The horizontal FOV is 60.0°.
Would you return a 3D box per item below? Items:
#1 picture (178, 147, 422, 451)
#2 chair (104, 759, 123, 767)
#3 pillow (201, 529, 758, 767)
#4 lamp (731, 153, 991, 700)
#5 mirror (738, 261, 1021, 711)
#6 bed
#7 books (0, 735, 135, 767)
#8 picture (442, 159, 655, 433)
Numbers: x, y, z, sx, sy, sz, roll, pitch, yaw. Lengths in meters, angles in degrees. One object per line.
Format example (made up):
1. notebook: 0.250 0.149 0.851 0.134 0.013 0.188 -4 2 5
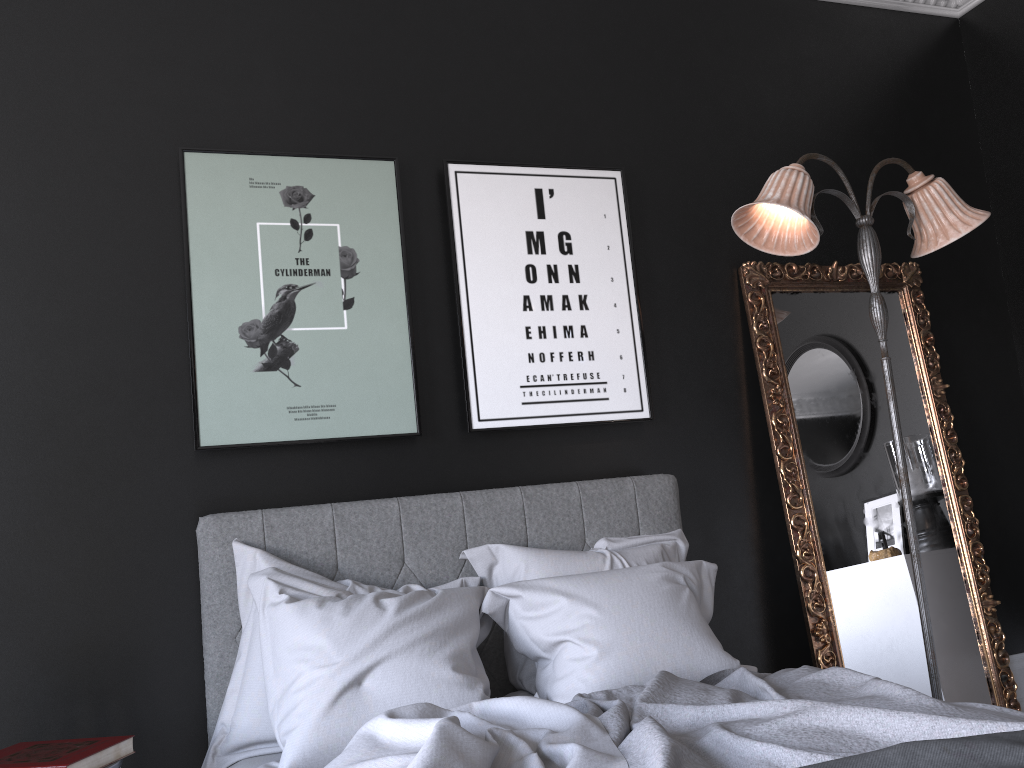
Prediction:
1. picture: -0.756 -0.321 3.203 0.791 1.076 0.014 -3 -8 -20
2. chair: -1.180 1.323 2.226 0.614 0.671 0.614 -9 -8 24
3. pillow: -0.056 0.786 2.799 1.829 0.758 0.682 -3 -8 -20
4. lamp: 1.421 0.319 3.224 0.987 2.405 0.774 -7 -7 12
5. mirror: 1.604 0.506 3.834 0.991 2.186 0.255 -3 -8 -20
6. bed: 0.279 0.785 1.722 2.765 1.295 3.292 -1 -9 -31
7. books: -1.205 0.969 2.273 0.346 0.045 0.276 -7 -8 9
8. picture: 0.153 -0.363 3.538 0.791 1.076 0.014 -3 -8 -20
